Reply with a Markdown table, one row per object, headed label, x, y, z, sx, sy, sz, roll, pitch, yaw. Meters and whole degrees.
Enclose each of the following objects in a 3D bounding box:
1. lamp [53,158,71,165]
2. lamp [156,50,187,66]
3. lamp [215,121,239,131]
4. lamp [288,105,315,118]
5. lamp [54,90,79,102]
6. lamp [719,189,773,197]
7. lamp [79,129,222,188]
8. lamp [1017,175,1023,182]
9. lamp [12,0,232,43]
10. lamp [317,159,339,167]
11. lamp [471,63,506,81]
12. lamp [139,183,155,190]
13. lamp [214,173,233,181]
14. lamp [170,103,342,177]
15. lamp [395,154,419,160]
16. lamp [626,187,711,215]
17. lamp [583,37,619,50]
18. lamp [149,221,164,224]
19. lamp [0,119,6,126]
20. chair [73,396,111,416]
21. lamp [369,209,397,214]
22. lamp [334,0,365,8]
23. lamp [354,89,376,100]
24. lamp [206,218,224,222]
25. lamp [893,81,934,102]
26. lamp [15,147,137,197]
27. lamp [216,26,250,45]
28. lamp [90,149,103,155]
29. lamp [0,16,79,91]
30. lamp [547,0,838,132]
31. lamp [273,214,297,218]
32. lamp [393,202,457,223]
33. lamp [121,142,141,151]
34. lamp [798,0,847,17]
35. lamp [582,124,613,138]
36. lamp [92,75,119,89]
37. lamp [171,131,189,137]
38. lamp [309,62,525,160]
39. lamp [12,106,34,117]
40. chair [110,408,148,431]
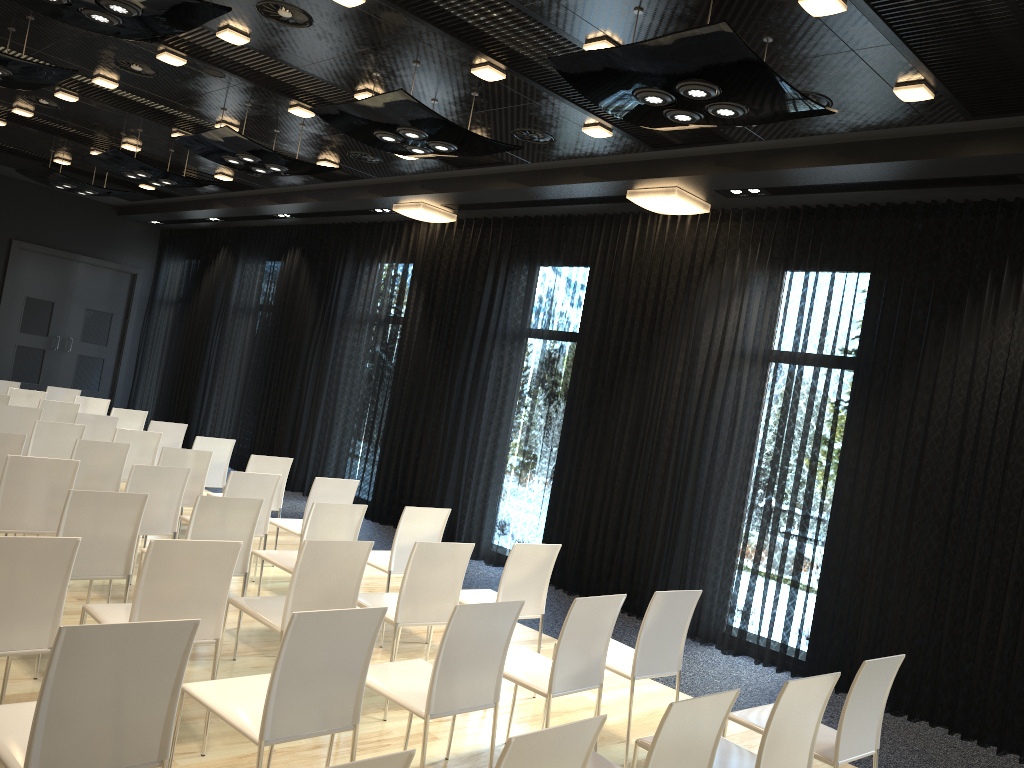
| label | x | y | z | sx | sy | sz | roll | pitch | yaw |
| --- | --- | --- | --- | --- | --- | --- | --- | --- | --- |
| lamp | -5.759 | -2.847 | 11.353 | 0.159 | 0.049 | 0.159 | 9 | -2 | 45 |
| lamp | -2.481 | -2.372 | 6.464 | 0.159 | 0.049 | 0.159 | 9 | -2 | 45 |
| lamp | -2.624 | -2.362 | 8.161 | 0.159 | 0.049 | 0.159 | 9 | -2 | 45 |
| lamp | -1.716 | -2.222 | 7.238 | 0.159 | 0.049 | 0.159 | 9 | -2 | 45 |
| lamp | -4.049 | -2.614 | 8.060 | 0.159 | 0.049 | 0.159 | 9 | -2 | 45 |
| lamp | 1.803 | -1.493 | 6.859 | 0.389 | 0.028 | 0.166 | 9 | -2 | 45 |
| lamp | -3.766 | -2.349 | 9.293 | 1.097 | 0.436 | 1.097 | 9 | -2 | 45 |
| lamp | 3.283 | -1.264 | 5.353 | 0.389 | 0.028 | 0.166 | 9 | -2 | 45 |
| lamp | -2.163 | -2.164 | 4.550 | 1.097 | 0.436 | 1.097 | 9 | -2 | 45 |
| lamp | -1.857 | -2.212 | 8.938 | 0.159 | 0.049 | 0.159 | 9 | -2 | 45 |
| lamp | -0.149 | -1.979 | 5.642 | 0.159 | 0.049 | 0.159 | 9 | -2 | 45 |
| lamp | -4.991 | -2.697 | 12.129 | 0.159 | 0.049 | 0.159 | 9 | -2 | 45 |
| lamp | -3.424 | -2.454 | 10.534 | 0.159 | 0.049 | 0.159 | 9 | -2 | 45 |
| lamp | -2.198 | -2.106 | 7.697 | 1.097 | 0.436 | 1.097 | 9 | -2 | 45 |
| lamp | -0.949 | -2.071 | 8.014 | 0.159 | 0.049 | 0.159 | 9 | -2 | 45 |
| lamp | 1.301 | -1.529 | 7.362 | 0.499 | 0.153 | 0.499 | 9 | -2 | 45 |
| lamp | 0.511 | -1.877 | 4.970 | 0.159 | 0.049 | 0.159 | 9 | -2 | 45 |
| lamp | -5.906 | -2.686 | 14.708 | 0.389 | 0.028 | 0.166 | 9 | -2 | 45 |
| lamp | -5.616 | -2.857 | 9.655 | 0.159 | 0.049 | 0.159 | 9 | -2 | 45 |
| chair | -4.811 | 0.551 | 9.815 | 0.548 | 0.872 | 0.420 | 9 | -2 | 45 |
| lamp | -1.489 | -2.002 | 10.211 | 0.389 | 0.028 | 0.166 | 9 | -2 | 45 |
| lamp | -0.914 | -2.129 | 4.868 | 0.159 | 0.049 | 0.159 | 9 | -2 | 45 |
| lamp | -1.056 | -2.119 | 6.566 | 0.159 | 0.049 | 0.159 | 9 | -2 | 45 |
| lamp | -4.425 | -2.457 | 13.201 | 0.389 | 0.028 | 0.166 | 9 | -2 | 45 |
| lamp | 2.186 | -1.586 | 4.822 | 0.159 | 0.049 | 0.159 | 9 | -2 | 45 |
| lamp | -5.333 | -2.591 | 10.889 | 1.097 | 0.436 | 1.097 | 9 | -2 | 45 |
| lamp | -1.821 | -2.269 | 5.792 | 0.159 | 0.049 | 0.159 | 9 | -2 | 45 |
| lamp | -4.851 | -2.707 | 10.429 | 0.159 | 0.049 | 0.159 | 9 | -2 | 45 |
| lamp | -3.731 | -2.407 | 6.146 | 1.097 | 0.436 | 1.097 | 9 | -2 | 45 |
| lamp | 0.937 | -1.621 | 4.505 | 1.097 | 0.436 | 1.097 | 9 | -2 | 45 |
| lamp | -3.024 | -2.240 | 11.774 | 0.389 | 0.028 | 0.166 | 9 | -2 | 45 |
| lamp | -0.947 | -1.877 | 9.651 | 0.499 | 0.153 | 0.499 | 9 | -2 | 45 |
| lamp | -4.191 | -2.605 | 9.757 | 0.159 | 0.049 | 0.159 | 9 | -2 | 45 |
| lamp | 1.418 | -1.736 | 4.046 | 0.159 | 0.049 | 0.159 | 9 | -2 | 45 |
| lamp | 0.618 | -1.828 | 6.418 | 0.159 | 0.049 | 0.159 | 9 | -2 | 45 |
| lamp | -3.388 | -2.512 | 7.387 | 0.159 | 0.049 | 0.159 | 9 | -2 | 45 |
| lamp | -3.284 | -2.464 | 8.833 | 0.159 | 0.049 | 0.159 | 9 | -2 | 45 |
| lamp | -0.631 | -1.863 | 6.101 | 1.097 | 0.436 | 1.097 | 9 | -2 | 45 |
| lamp | -4.956 | -2.755 | 8.983 | 0.159 | 0.049 | 0.159 | 9 | -2 | 45 |
| chair | -4.121 | 0.657 | 9.113 | 0.548 | 0.872 | 0.420 | 9 | -2 | 41 |
